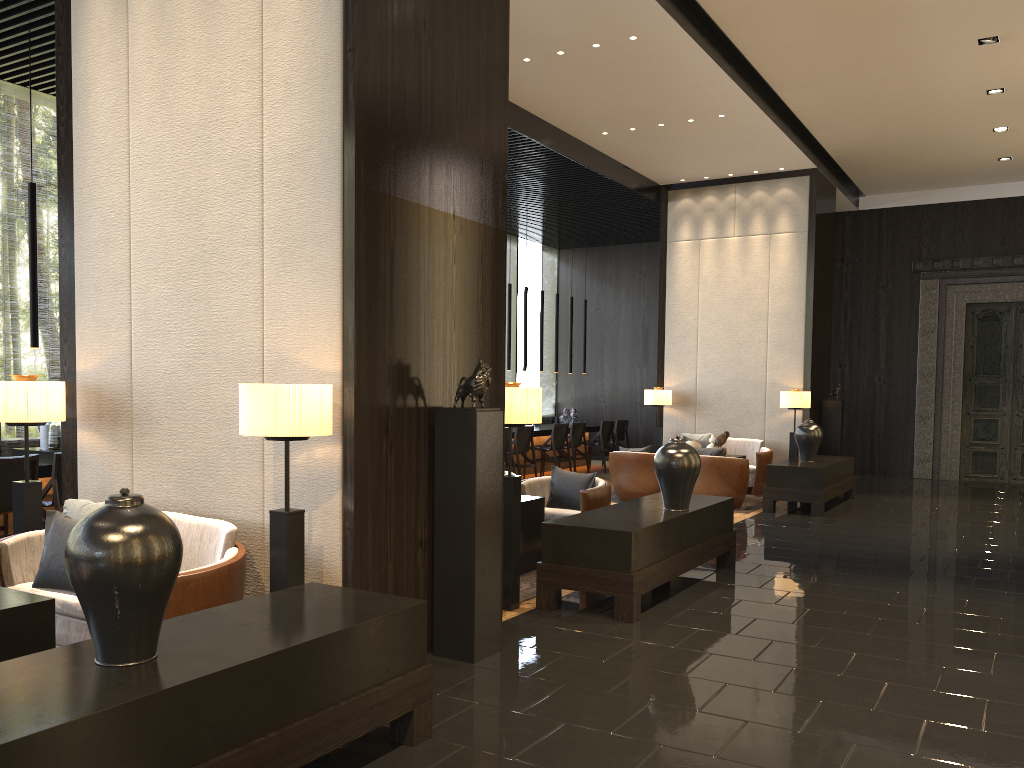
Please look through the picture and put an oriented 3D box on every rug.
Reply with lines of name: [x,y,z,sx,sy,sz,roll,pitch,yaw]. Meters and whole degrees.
rug: [-0.401,1.339,6.565,1.956,0.008,2.239,1,0,31]
rug: [2.224,1.394,10.984,2.039,0.008,2.239,1,0,31]

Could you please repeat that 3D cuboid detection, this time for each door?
door: [7.388,0.135,13.087,1.286,2.705,0.052,2,3,31]

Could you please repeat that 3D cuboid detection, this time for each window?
window: [-2.387,-0.834,0.175,12.044,4.238,31.845,1,0,31]

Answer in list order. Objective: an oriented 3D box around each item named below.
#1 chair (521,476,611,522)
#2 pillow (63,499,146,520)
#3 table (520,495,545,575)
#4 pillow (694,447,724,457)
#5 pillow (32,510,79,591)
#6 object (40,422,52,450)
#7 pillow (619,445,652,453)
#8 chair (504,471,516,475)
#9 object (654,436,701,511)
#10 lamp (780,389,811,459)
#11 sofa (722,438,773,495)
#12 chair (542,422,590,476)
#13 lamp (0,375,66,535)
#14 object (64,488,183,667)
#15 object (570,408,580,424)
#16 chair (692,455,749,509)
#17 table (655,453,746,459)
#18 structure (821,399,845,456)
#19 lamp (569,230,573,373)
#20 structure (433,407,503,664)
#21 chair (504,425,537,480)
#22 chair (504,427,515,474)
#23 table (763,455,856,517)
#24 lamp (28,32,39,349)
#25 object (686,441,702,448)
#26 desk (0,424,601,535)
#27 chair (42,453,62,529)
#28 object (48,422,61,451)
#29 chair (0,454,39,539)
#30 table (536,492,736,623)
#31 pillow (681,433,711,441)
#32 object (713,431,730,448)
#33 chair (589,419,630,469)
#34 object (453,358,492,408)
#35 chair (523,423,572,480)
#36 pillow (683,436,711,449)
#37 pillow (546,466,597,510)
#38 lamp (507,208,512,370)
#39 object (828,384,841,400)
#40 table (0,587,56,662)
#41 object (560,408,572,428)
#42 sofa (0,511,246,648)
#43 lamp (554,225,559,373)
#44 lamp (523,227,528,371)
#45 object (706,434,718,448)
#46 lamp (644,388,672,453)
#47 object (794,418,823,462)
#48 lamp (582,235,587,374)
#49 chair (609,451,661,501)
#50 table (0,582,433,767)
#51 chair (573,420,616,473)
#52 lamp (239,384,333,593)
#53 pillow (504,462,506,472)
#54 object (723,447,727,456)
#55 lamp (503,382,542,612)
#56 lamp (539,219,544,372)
chair: [0.429,1.054,7.089,0.803,0.606,0.605,1,1,31]
pillow: [-2.026,0.763,4.327,0.433,0.401,0.200,1,2,9]
table: [-0.355,1.081,6.523,1.041,0.519,0.575,1,1,31]
pillow: [2.173,0.873,9.843,0.398,0.363,0.222,1,2,31]
pillow: [-2.019,0.783,4.144,0.471,0.362,0.219,1,2,27]
object: [-3.843,0.431,7.379,0.168,0.220,0.168,2,2,26]
pillow: [1.434,0.870,10.279,0.441,0.339,0.204,1,2,38]
chair: [-0.307,1.047,7.525,0.803,0.606,0.605,1,1,31]
object: [1.097,0.589,5.884,0.311,0.494,0.311,-1,3,-41]
lamp: [3.624,0.741,11.373,0.375,1.355,0.374,0,3,-12]
sofa: [2.711,1.060,11.663,1.448,0.695,0.602,1,2,31]
chair: [0.832,0.981,13.364,0.562,0.829,0.525,2,2,31]
lamp: [-2.541,0.630,4.640,0.374,1.355,0.374,2,3,21]
object: [-1.110,0.544,2.542,0.311,0.494,0.311,1,2,12]
object: [0.994,0.542,14.381,0.163,0.314,0.209,-1,3,-34]
chair: [2.232,1.091,9.956,0.803,0.606,0.605,1,1,31]
table: [2.306,1.137,11.002,1.041,0.519,0.575,1,1,31]
structure: [4.335,0.819,11.983,0.240,1.221,0.240,2,3,31]
lamp: [0.985,-1.390,14.657,0.060,2.428,0.060,2,3,26]
structure: [-0.214,0.724,4.328,0.240,1.221,0.240,2,3,31]
chair: [0.008,0.964,11.977,0.562,0.829,0.525,2,2,31]
chair: [-0.285,0.958,11.483,0.562,0.829,0.525,2,2,31]
table: [3.487,1.144,10.272,0.619,0.514,1.958,1,0,31]
lamp: [-3.685,-1.488,6.798,0.060,2.428,0.060,2,3,26]
object: [2.249,0.795,11.081,0.245,0.168,0.245,1,1,-12]
desk: [-5.825,0.876,2.888,1.778,0.761,28.697,1,0,31]
chair: [-3.247,0.895,6.498,0.562,0.829,0.525,2,2,31]
object: [-3.725,0.389,7.247,0.129,0.306,0.129,1,3,17]
chair: [-3.541,0.889,6.004,0.562,0.829,0.525,2,2,31]
table: [0.912,1.090,5.938,0.619,0.514,1.958,1,0,31]
pillow: [2.477,0.858,11.907,0.433,0.401,0.200,1,2,9]
object: [2.523,0.724,10.752,0.229,0.310,0.173,0,2,-13]
chair: [1.656,0.998,14.751,0.562,0.829,0.525,2,2,31]
object: [-0.190,-0.004,4.275,0.176,0.246,0.115,2,3,31]
chair: [0.539,0.975,12.870,0.562,0.829,0.525,2,2,31]
pillow: [2.485,0.878,11.724,0.471,0.362,0.219,1,2,27]
pillow: [0.496,0.842,7.178,0.441,0.339,0.204,1,2,38]
lamp: [-0.033,-1.411,12.944,0.060,2.428,0.060,2,3,26]
object: [4.350,0.105,11.927,0.161,0.218,0.102,1,3,19]
table: [-2.278,1.041,3.288,1.041,0.519,0.575,1,1,31]
object: [0.862,0.541,14.169,0.207,0.311,0.161,1,2,11]
sofa: [-1.792,0.966,4.083,1.448,0.695,0.602,1,2,31]
lamp: [0.725,-1.395,14.221,0.060,2.428,0.060,2,3,26]
lamp: [0.211,-1.406,13.356,0.060,2.428,0.060,2,3,26]
object: [2.490,0.750,10.936,0.174,0.258,0.174,-1,3,-40]
lamp: [2.023,0.726,12.321,0.375,1.355,0.374,-1,3,-30]
object: [3.389,0.639,10.114,0.311,0.494,0.311,1,2,19]
lamp: [1.249,-1.384,15.102,0.060,2.428,0.060,2,3,26]
chair: [1.496,1.084,10.392,0.803,0.606,0.605,1,1,31]
table: [-1.062,1.049,2.616,0.619,0.514,1.958,1,0,31]
chair: [1.363,0.992,14.257,0.562,0.829,0.525,2,2,31]
lamp: [-0.940,0.661,3.692,0.375,1.323,0.374,0,3,-15]
pillow: [-0.243,0.831,7.614,0.398,0.363,0.222,1,2,31]
object: [2.594,0.825,10.874,0.091,0.112,0.091,0,2,-7]
lamp: [-0.017,0.666,5.245,0.375,1.352,0.374,0,3,-8]
lamp: [0.471,-1.401,13.792,0.060,2.428,0.060,2,3,26]
